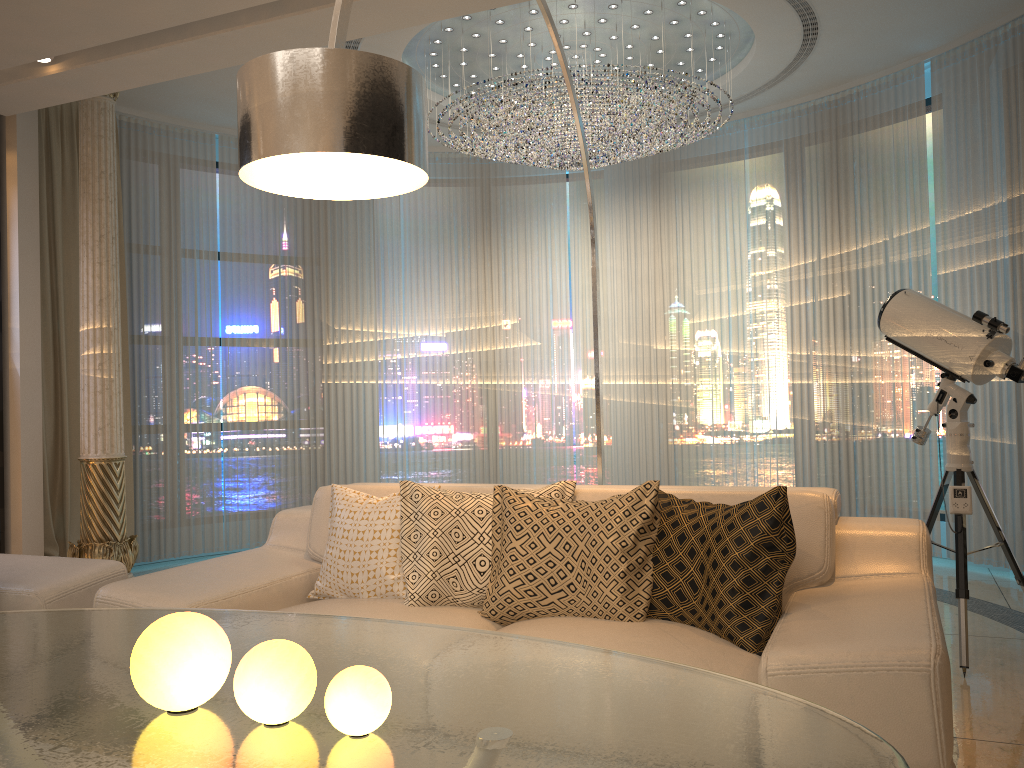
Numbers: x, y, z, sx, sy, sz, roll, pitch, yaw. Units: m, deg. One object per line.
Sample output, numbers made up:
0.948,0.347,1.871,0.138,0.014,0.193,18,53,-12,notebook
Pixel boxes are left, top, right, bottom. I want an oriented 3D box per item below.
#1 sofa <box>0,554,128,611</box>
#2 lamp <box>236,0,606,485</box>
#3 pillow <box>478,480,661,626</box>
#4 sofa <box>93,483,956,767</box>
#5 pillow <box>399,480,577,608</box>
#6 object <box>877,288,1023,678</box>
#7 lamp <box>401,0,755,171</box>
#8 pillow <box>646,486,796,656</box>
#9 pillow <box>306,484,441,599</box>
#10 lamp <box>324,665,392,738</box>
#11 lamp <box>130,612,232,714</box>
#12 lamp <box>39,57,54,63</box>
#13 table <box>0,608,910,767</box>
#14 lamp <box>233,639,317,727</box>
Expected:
-2.293,0.767,2.271,1.145,0.754,2.328,-2,-2,23,sofa
-0.048,-0.170,2.613,0.393,2.519,2.009,-2,-2,23,lamp
0.185,0.498,2.639,0.575,0.436,0.301,-2,-2,29,pillow
0.018,0.714,2.695,2.328,0.754,1.145,-2,-2,23,sofa
-0.079,0.516,2.831,0.587,0.429,0.288,-2,-1,-2,pillow
1.739,0.328,3.460,0.616,1.471,0.570,-2,-2,29,object
0.396,-1.663,5.374,2.109,0.685,2.109,-1,-2,-22,lamp
0.545,0.484,2.458,0.301,0.436,0.575,-1,-2,-36,pillow
-0.456,0.531,2.961,0.463,0.380,0.222,-2,-2,28,pillow
-0.210,0.432,1.211,0.090,0.091,0.090,-1,-1,-16,lamp
-0.497,0.417,1.335,0.143,0.143,0.143,-2,-1,8,lamp
-2.153,-1.541,4.061,0.107,0.127,0.107,-2,-1,4,lamp
-0.514,0.774,1.434,2.140,0.565,0.999,-2,-2,22,table
-0.337,0.425,1.266,0.115,0.115,0.115,0,-2,-41,lamp
